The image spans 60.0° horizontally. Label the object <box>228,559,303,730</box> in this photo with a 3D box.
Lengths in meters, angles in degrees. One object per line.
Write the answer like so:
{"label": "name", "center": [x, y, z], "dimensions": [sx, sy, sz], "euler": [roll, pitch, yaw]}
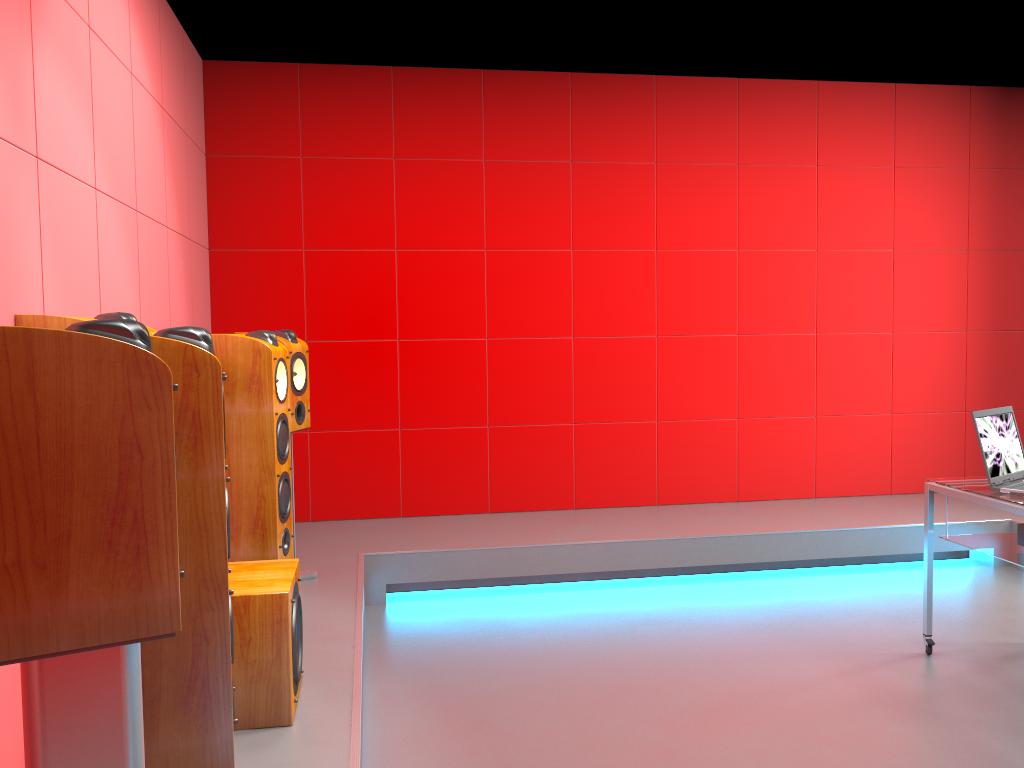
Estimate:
{"label": "object", "center": [-0.780, 0.720, 2.486], "dimensions": [0.360, 0.360, 0.360], "euler": [-1, 3, -9]}

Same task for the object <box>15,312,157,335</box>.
{"label": "object", "center": [-1.111, -0.058, 2.390], "dimensions": [0.235, 0.271, 0.493], "euler": [-1, 3, -9]}

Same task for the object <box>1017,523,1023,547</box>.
{"label": "object", "center": [2.030, 0.555, 3.001], "dimensions": [0.365, 0.092, 0.435], "euler": [-1, 3, -9]}

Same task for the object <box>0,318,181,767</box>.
{"label": "object", "center": [-0.583, 0.441, 1.207], "dimensions": [0.265, 1.058, 0.231], "euler": [-3, 4, -29]}

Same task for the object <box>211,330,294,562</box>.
{"label": "object", "center": [-0.922, 0.337, 3.158], "dimensions": [0.238, 1.052, 0.203], "euler": [-1, 3, 1]}

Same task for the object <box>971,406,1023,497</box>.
{"label": "object", "center": [1.890, 0.240, 3.173], "dimensions": [0.342, 0.285, 0.340], "euler": [-3, 4, -39]}

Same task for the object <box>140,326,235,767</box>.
{"label": "object", "center": [-0.666, 0.416, 1.717], "dimensions": [0.238, 1.052, 0.203], "euler": [-2, 3, -19]}

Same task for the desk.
{"label": "desk", "center": [2.015, 0.751, 2.736], "dimensions": [0.594, 0.690, 1.617], "euler": [-1, 3, -9]}

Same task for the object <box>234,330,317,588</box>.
{"label": "object", "center": [-0.987, 0.304, 3.702], "dimensions": [0.265, 1.058, 0.231], "euler": [0, 3, 11]}
